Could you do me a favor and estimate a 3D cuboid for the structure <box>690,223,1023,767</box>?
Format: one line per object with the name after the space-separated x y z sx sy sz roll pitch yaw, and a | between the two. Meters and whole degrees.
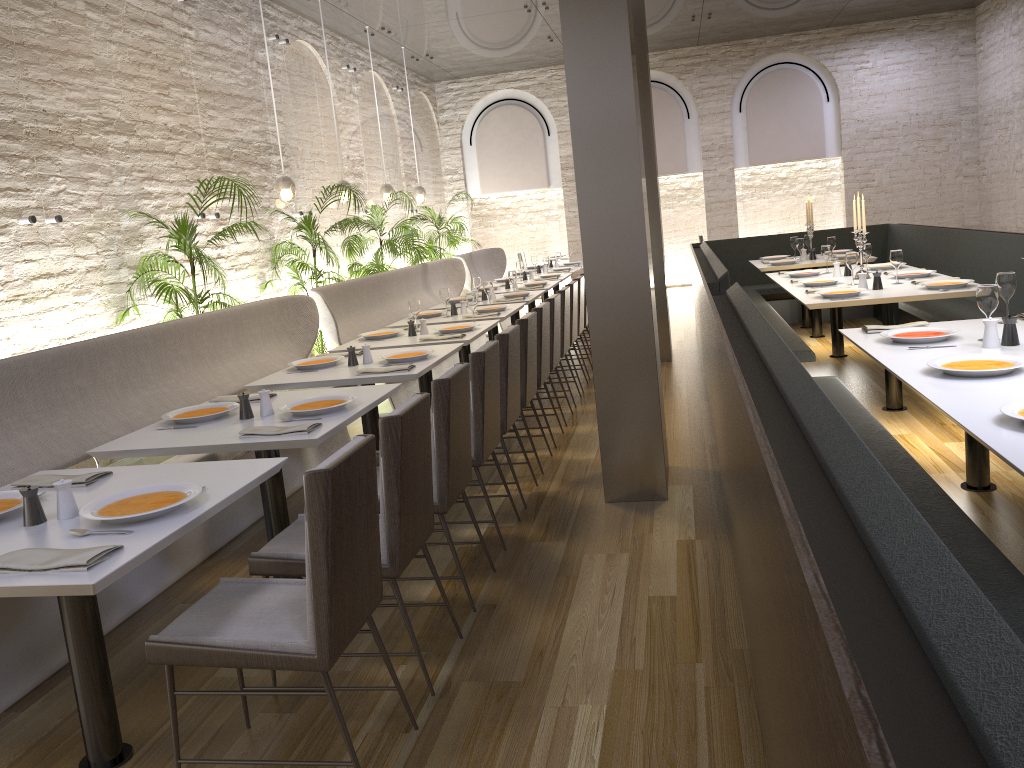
2.347 -0.219 5.122 2.370 0.995 10.822 -4 10 11 | structure

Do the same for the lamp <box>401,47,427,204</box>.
-1.326 -3.418 11.766 0.178 2.029 0.178 -7 8 -10 | lamp

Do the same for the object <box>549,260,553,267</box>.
0.556 -1.723 12.653 0.060 0.109 0.059 -14 12 -42 | object

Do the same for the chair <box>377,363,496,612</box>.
-0.425 0.406 3.555 0.565 0.900 0.414 -4 9 11 | chair

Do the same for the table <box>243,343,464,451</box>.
-0.798 0.253 5.012 0.935 0.755 1.017 -4 10 11 | table

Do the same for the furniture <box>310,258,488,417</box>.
-0.856 -0.621 8.901 0.708 1.090 4.506 -4 10 11 | furniture

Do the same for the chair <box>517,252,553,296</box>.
0.439 -1.897 15.688 0.565 0.900 0.414 -4 9 11 | chair

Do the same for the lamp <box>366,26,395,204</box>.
-1.576 -3.146 10.418 0.178 2.029 0.178 -7 8 -10 | lamp

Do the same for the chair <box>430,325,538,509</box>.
-0.212 0.175 4.703 0.565 0.900 0.414 -4 9 11 | chair

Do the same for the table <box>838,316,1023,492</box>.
1.960 0.314 3.093 1.100 0.755 2.556 -4 10 11 | table

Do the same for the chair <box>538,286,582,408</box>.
0.206 -0.280 6.957 0.565 0.900 0.414 -4 9 11 | chair

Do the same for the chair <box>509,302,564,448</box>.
-0.003 -0.053 5.831 0.565 0.900 0.414 -4 9 11 | chair

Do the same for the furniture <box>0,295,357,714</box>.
-1.691 0.289 4.394 0.708 1.090 4.506 -4 10 11 | furniture

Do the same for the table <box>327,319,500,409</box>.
-0.594 0.031 6.113 0.935 0.755 1.017 -4 10 11 | table

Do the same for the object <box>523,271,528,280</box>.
0.152 -1.284 10.474 0.060 0.109 0.059 -14 12 -42 | object

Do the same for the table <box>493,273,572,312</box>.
0.237 -0.873 10.595 0.935 0.755 1.017 -4 10 11 | table

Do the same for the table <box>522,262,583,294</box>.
0.640 -1.313 12.774 0.935 0.755 1.017 -4 10 11 | table

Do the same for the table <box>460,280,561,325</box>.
0.035 -0.654 9.509 0.935 0.755 1.017 -4 10 11 | table

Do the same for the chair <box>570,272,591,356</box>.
0.515 -0.617 8.625 0.565 0.900 0.414 -4 9 11 | chair

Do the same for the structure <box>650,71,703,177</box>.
2.177 -4.170 14.270 1.632 1.665 0.098 -4 8 11 | structure

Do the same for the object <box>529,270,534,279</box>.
0.229 -1.297 10.504 0.060 0.109 0.059 -14 12 -42 | object

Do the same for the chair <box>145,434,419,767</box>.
-0.634 0.634 2.428 0.565 0.900 0.414 -4 9 11 | chair

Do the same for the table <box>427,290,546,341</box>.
-0.176 -0.425 8.371 0.935 0.755 1.017 -4 10 11 | table

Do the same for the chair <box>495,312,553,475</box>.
-0.105 0.058 5.281 0.565 0.900 0.414 -4 9 11 | chair

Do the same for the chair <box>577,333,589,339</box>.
0.723 -0.844 9.750 0.565 0.900 0.414 -4 9 11 | chair

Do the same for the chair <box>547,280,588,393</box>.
0.307 -0.390 7.502 0.565 0.900 0.414 -4 9 11 | chair

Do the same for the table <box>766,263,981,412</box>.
2.624 -0.408 6.672 1.100 0.755 2.556 -4 10 11 | table

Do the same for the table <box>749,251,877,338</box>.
3.084 -0.909 9.155 1.100 0.755 1.196 -4 10 11 | table

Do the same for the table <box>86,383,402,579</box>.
-1.023 0.499 3.797 0.935 0.755 1.017 -4 10 11 | table

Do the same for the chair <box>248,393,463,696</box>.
-0.532 0.523 2.978 0.565 0.900 0.414 -4 9 11 | chair

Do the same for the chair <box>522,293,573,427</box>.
0.099 -0.164 6.380 0.565 0.900 0.414 -4 9 11 | chair

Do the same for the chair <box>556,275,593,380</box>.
0.408 -0.501 8.050 0.565 0.900 0.414 -4 9 11 | chair

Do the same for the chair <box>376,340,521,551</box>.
-0.314 0.286 4.154 0.565 0.900 0.414 -4 9 11 | chair

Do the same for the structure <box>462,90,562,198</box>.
-0.034 -4.018 14.707 1.632 1.665 0.098 -4 8 11 | structure

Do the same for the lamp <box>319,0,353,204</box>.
-1.831 -2.868 9.043 0.178 2.029 0.178 -7 8 -4 | lamp

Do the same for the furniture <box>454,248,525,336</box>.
-0.194 -1.341 12.472 0.707 1.091 2.602 -4 10 11 | furniture

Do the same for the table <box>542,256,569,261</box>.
1.091 -1.871 15.576 0.935 0.755 1.017 -4 10 11 | table

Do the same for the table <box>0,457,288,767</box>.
-1.249 0.744 2.582 0.935 0.755 1.017 -4 10 11 | table

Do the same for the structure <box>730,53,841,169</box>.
4.251 -4.313 13.860 1.632 1.665 0.098 -4 8 11 | structure

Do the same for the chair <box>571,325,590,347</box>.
0.617 -0.728 9.177 0.565 0.900 0.414 -4 9 11 | chair

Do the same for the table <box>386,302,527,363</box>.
-0.385 -0.197 7.243 0.935 0.755 1.017 -4 10 11 | table

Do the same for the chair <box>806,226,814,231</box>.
4.770 -2.195 14.832 0.565 0.900 0.414 -4 9 11 | chair

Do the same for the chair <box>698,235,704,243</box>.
3.486 -2.107 15.086 0.565 0.900 0.414 -4 9 11 | chair

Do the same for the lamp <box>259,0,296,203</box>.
-2.083 -2.593 7.680 0.177 2.029 0.179 -1 9 32 | lamp

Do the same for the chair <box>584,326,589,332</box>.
0.823 -0.953 10.291 0.565 0.900 0.414 -4 9 11 | chair

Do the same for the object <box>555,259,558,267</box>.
0.633 -1.737 12.684 0.060 0.109 0.059 -14 12 -42 | object

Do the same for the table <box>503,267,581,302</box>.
0.435 -1.090 11.667 0.935 0.755 1.017 -4 10 11 | table
